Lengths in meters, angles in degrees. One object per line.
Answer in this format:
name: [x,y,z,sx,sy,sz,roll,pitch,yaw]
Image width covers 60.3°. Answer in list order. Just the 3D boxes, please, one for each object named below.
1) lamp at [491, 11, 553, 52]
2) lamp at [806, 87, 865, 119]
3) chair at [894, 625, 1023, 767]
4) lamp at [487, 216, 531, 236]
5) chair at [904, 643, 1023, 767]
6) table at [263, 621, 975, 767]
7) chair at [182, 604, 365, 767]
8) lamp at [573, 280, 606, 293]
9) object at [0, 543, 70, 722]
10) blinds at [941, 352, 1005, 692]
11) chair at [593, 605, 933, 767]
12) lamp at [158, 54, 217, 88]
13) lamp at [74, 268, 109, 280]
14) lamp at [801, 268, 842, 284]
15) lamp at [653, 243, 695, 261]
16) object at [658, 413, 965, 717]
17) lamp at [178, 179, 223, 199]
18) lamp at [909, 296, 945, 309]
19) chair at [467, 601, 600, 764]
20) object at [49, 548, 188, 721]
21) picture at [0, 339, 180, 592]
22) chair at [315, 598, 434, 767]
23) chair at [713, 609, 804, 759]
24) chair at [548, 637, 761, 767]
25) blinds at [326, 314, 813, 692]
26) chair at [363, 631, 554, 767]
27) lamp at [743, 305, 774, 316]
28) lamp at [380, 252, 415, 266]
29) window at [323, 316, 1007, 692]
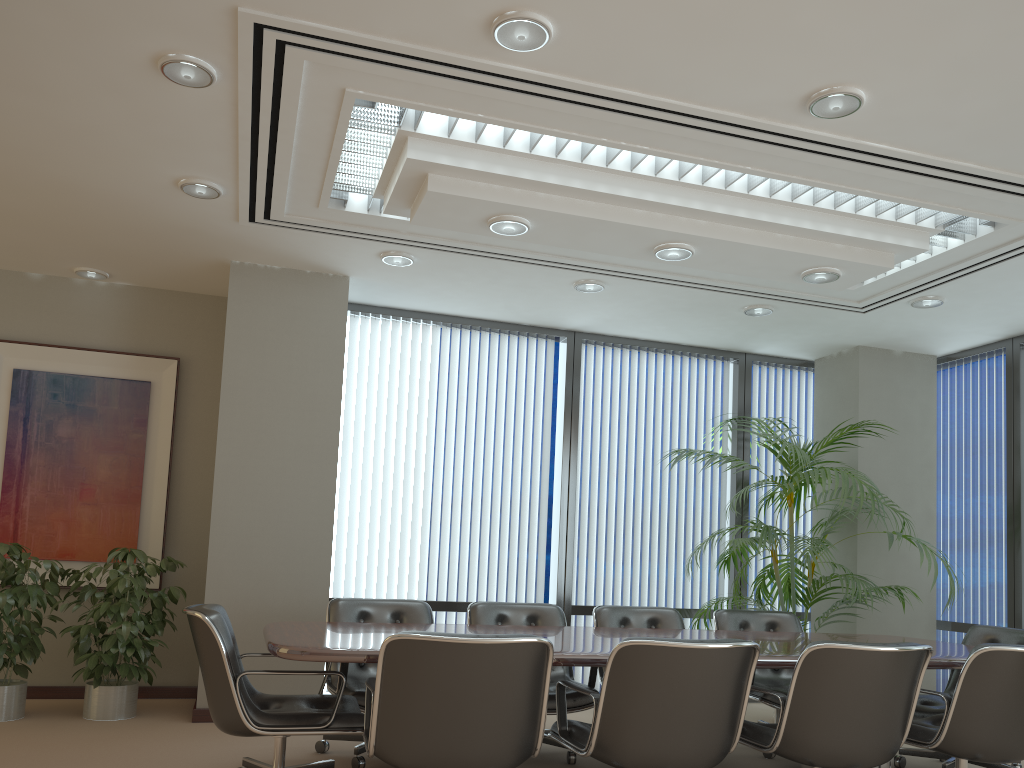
lamp: [0.036,-1.268,3.191,0.226,0.035,0.227,8,-12,-27]
lamp: [1.312,-1.133,3.577,0.225,0.035,0.228,1,-11,7]
chair: [2.704,1.859,5.176,0.854,0.849,0.767,5,-8,-17]
lamp: [-0.016,-0.812,4.559,0.225,0.035,0.228,3,-11,1]
chair: [2.183,1.648,4.233,0.737,0.849,0.861,6,-9,-21]
table: [0.785,1.715,4.625,4.078,0.741,1.525,6,-11,-17]
chair: [-1.088,1.458,4.030,0.854,0.849,0.767,5,-8,-17]
lamp: [0.536,-0.669,6.100,0.225,0.035,0.228,1,-11,7]
object: [-3.180,1.547,5.554,0.741,1.081,0.803,8,-9,-35]
blinds: [4.305,0.930,5.690,0.051,2.871,4.988,4,-10,-16]
chair: [1.162,1.705,4.755,0.760,0.847,2.558,5,-11,-16]
lamp: [-1.311,-1.256,3.563,0.225,0.035,0.228,5,-11,-13]
lamp: [-3.022,-0.786,6.335,0.225,0.035,0.228,4,-11,-6]
lamp: [1.789,-0.621,5.104,0.225,0.035,0.228,1,-11,7]
lamp: [0.887,-0.716,4.831,0.225,0.035,0.228,1,-11,7]
object: [2.207,1.354,6.879,2.165,2.451,2.116,2,-8,4]
lamp: [-1.671,-1.041,4.735,0.225,0.035,0.228,3,-11,1]
lamp: [2.875,-0.560,6.108,0.225,0.035,0.228,4,-11,-6]
chair: [0.106,1.766,5.308,0.760,0.849,0.862,5,-9,-16]
object: [-2.593,1.622,5.799,0.736,1.081,0.808,1,-8,15]
picture: [-3.153,0.601,6.369,1.299,1.728,0.058,5,-6,-17]
chair: [-0.694,1.673,5.025,0.761,0.849,0.861,6,-9,-21]
chair: [1.739,1.929,5.757,0.760,0.849,0.863,4,-8,-12]
chair: [0.597,1.472,3.712,0.760,0.849,0.862,5,-9,-16]
blinds: [1.002,1.131,7.472,4.905,2.878,0.032,6,-6,-17]
chair: [-0.257,1.391,3.501,0.754,0.849,0.867,4,-8,-13]
lamp: [1.812,-0.534,6.485,0.225,0.035,0.228,1,-11,7]
lamp: [-0.741,-0.804,5.714,0.225,0.035,0.228,3,-11,1]
window: [2.692,1.042,6.594,7.381,2.879,3.576,-3,-10,28]
